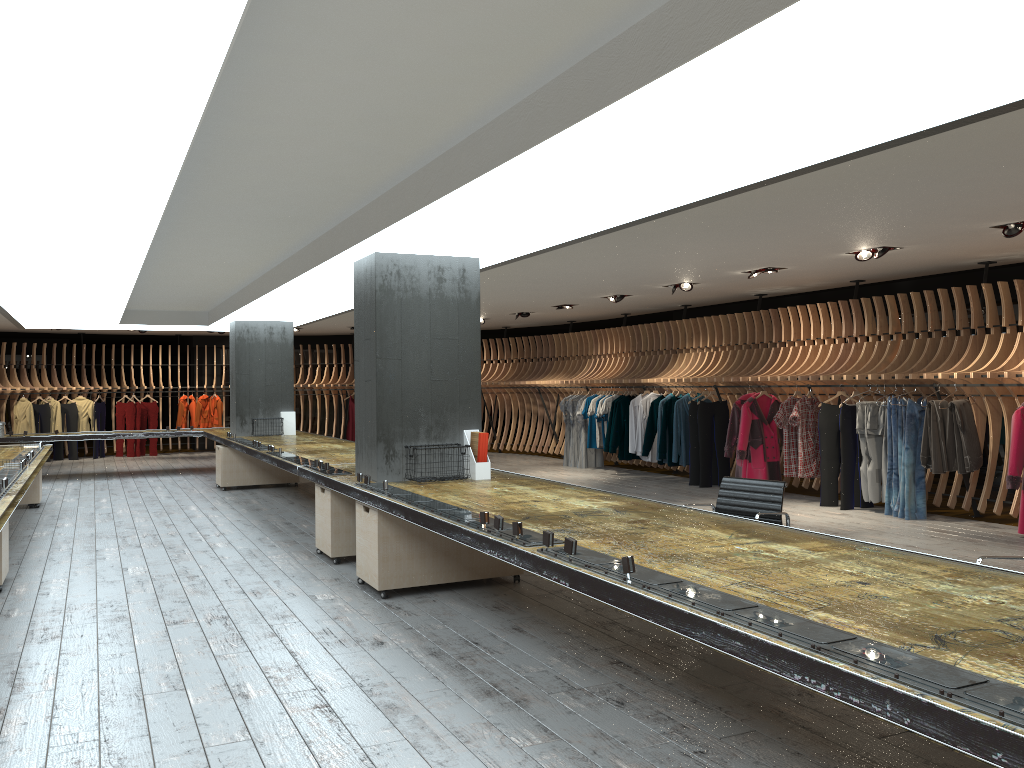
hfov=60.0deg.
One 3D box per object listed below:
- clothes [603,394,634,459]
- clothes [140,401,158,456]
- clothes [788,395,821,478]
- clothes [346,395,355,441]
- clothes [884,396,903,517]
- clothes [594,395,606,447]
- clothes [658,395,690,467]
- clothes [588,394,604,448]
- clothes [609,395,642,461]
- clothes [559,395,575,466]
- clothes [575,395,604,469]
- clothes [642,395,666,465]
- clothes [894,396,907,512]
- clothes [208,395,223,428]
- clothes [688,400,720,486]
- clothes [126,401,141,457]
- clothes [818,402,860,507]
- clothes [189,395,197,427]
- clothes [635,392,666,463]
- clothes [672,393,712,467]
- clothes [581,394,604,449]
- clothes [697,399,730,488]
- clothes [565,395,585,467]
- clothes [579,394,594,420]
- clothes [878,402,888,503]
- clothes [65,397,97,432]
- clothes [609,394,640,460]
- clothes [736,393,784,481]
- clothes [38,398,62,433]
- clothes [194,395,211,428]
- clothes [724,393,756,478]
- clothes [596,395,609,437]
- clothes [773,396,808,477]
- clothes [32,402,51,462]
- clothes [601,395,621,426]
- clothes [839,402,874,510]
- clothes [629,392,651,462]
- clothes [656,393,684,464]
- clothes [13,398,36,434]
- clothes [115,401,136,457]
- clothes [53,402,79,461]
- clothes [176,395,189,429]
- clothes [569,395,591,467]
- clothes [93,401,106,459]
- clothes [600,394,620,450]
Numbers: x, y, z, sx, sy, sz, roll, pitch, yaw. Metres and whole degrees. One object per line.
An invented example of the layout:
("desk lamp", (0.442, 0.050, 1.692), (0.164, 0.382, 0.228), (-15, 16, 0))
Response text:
("clothes", (1.916, 0.712, 14.742), (0.913, 1.082, 0.238), (0, -1, -26))
("clothes", (-8.156, 1.046, 19.846), (0.551, 1.338, 0.093), (-1, -1, 15))
("clothes", (3.682, 0.650, 10.949), (0.760, 1.030, 0.179), (0, -1, -40))
("clothes", (-3.607, 0.822, 20.480), (0.444, 1.129, 0.126), (0, -1, -28))
("clothes", (4.232, 0.896, 9.801), (0.277, 1.543, 0.316), (0, -1, -26))
("clothes", (1.702, 0.657, 15.265), (0.743, 0.961, 0.167), (0, -1, -32))
("clothes", (2.567, 0.700, 13.383), (0.913, 1.082, 0.238), (0, -1, -26))
("clothes", (1.651, 0.644, 15.297), (0.743, 0.931, 0.158), (0, -1, -21))
("clothes", (2.006, 0.711, 14.552), (0.913, 1.082, 0.238), (0, -1, -21))
("clothes", (1.217, 0.914, 16.202), (0.677, 1.435, 0.203), (-1, -1, -11))
("clothes", (1.394, 0.912, 15.824), (0.677, 1.435, 0.203), (0, -1, -41))
("clothes", (2.409, 0.702, 13.702), (0.913, 1.082, 0.238), (0, -1, -21))
("clothes", (4.327, 0.782, 9.686), (0.316, 1.292, 0.277), (-1, -1, 29))
("clothes", (-6.832, 0.683, 20.362), (0.839, 0.881, 0.201), (-1, -1, 45))
("clothes", (2.823, 0.902, 12.839), (0.539, 1.353, 0.087), (-1, -1, -1))
("clothes", (-8.410, 1.049, 19.708), (0.551, 1.338, 0.093), (-1, -1, 35))
("clothes", (3.913, 0.886, 10.496), (0.539, 1.353, 0.087), (-1, -1, 14))
("clothes", (-7.287, 0.689, 20.280), (0.201, 0.881, 0.839), (0, -1, -20))
("clothes", (2.238, 0.687, 13.991), (0.733, 1.106, 0.165), (0, -1, -26))
("clothes", (2.707, 0.670, 13.102), (0.715, 1.088, 0.256), (0, -1, -20))
("clothes", (1.539, 0.660, 15.402), (0.738, 0.971, 0.167), (0, -1, -17))
("clothes", (2.888, 0.901, 12.658), (0.539, 1.353, 0.087), (0, -1, -21))
("clothes", (1.278, 0.913, 16.075), (0.677, 1.435, 0.203), (0, -1, -36))
("clothes", (1.548, 0.645, 15.515), (0.743, 0.931, 0.158), (-1, -1, -1))
("clothes", (4.202, 0.769, 9.949), (0.170, 1.143, 0.273), (-1, -1, 22))
("clothes", (-9.291, 0.726, 19.091), (0.704, 0.890, 0.250), (-1, -1, -5))
("clothes", (1.975, 0.712, 14.634), (0.913, 1.082, 0.238), (0, -1, -26))
("clothes", (3.344, 0.769, 11.718), (0.840, 1.312, 0.321), (0, -1, -16))
("clothes", (-9.743, 0.733, 18.698), (0.704, 0.890, 0.250), (-1, -1, 15))
("clothes", (-7.072, 0.686, 20.305), (0.201, 0.881, 0.839), (-1, -1, 5))
("clothes", (3.221, 0.770, 11.980), (0.840, 1.312, 0.321), (0, -1, -26))
("clothes", (1.761, 0.639, 15.136), (0.742, 0.939, 0.162), (0, -1, -31))
("clothes", (3.601, 0.654, 11.157), (0.760, 1.021, 0.187), (0, -1, -25))
("clothes", (-9.878, 1.061, 18.526), (0.539, 1.353, 0.087), (-1, -1, 9))
("clothes", (1.755, 0.655, 15.047), (0.742, 0.950, 0.167), (0, -1, -42))
("clothes", (4.016, 0.885, 10.320), (0.539, 1.353, 0.087), (0, -1, -26))
("clothes", (2.208, 0.687, 14.187), (0.733, 1.106, 0.165), (0, -1, -21))
("clothes", (2.519, 0.672, 13.499), (0.715, 1.088, 0.256), (0, -1, -30))
("clothes", (-10.093, 0.737, 18.301), (0.704, 0.890, 0.250), (-1, -1, 25))
("clothes", (-8.554, 1.051, 19.624), (0.551, 1.338, 0.093), (-1, -1, 20))
("clothes", (-9.509, 1.057, 18.889), (0.539, 1.353, 0.087), (-1, -1, -1))
("clothes", (-7.483, 0.691, 20.150), (0.201, 0.881, 0.839), (-1, -1, -10))
("clothes", (1.337, 0.913, 15.947), (0.677, 1.435, 0.203), (-1, -1, -11))
("clothes", (-8.994, 1.048, 19.329), (0.087, 1.353, 0.539), (-1, -1, -1))
("clothes", (1.821, 0.639, 14.873), (0.734, 0.938, 0.164), (0, -1, -22))
